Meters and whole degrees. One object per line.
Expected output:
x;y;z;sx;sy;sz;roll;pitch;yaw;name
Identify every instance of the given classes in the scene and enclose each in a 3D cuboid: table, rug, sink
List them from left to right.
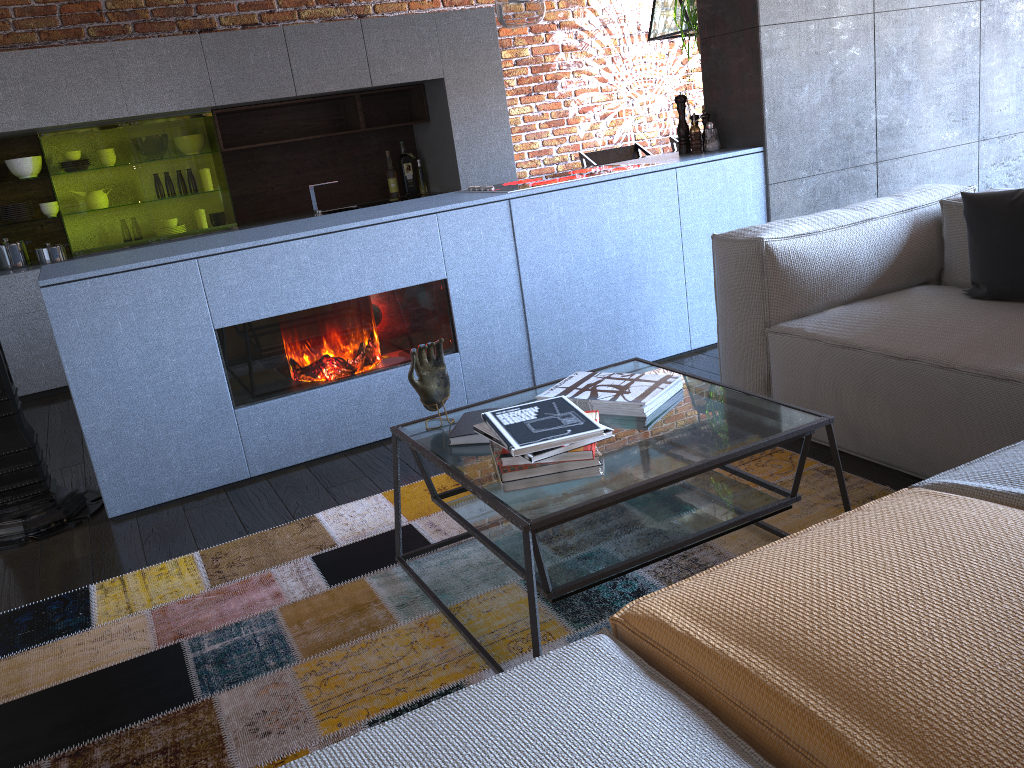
-0.916;-1.227;5.845;0.826;0.287;0.381;-16;18;-23;sink
-0.153;0.509;2.295;2.362;0.013;1.430;-16;18;-23;rug
0.218;0.275;2.155;0.848;0.389;0.841;-16;18;-23;table
1.479;-1.227;6.001;1.886;0.738;0.904;-16;18;-23;table

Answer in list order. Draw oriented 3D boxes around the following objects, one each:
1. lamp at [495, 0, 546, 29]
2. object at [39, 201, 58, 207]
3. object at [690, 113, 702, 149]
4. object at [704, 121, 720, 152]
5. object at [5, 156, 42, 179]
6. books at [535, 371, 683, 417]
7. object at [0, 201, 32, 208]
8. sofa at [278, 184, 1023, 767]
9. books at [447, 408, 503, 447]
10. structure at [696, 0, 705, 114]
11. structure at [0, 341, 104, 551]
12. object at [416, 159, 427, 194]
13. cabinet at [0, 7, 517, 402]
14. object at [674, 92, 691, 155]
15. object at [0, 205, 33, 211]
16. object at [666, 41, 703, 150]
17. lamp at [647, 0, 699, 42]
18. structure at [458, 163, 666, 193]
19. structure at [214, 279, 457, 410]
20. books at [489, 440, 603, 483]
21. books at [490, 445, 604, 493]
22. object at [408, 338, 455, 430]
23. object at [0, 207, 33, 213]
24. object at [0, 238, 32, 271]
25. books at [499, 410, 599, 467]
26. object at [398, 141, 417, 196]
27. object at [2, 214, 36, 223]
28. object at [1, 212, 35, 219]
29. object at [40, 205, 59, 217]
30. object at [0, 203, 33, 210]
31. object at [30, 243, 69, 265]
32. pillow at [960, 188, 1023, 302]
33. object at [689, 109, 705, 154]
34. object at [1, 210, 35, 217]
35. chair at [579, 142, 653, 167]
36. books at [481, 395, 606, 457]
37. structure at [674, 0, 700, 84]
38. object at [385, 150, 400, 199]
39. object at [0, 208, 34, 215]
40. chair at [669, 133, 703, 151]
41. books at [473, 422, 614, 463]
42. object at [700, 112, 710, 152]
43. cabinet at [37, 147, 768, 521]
-0.023;-1.885;3.417;0.198;0.957;0.194;-7;17;6;lamp
-2.712;-1.034;5.202;0.100;0.059;0.099;-11;17;-10;object
0.877;-1.200;4.230;0.048;0.180;0.048;0;19;25;object
0.926;-1.150;4.116;0.069;0.135;0.069;8;23;43;object
-2.800;-1.243;5.109;0.191;0.113;0.191;-13;17;-15;object
0.248;0.021;2.256;0.308;0.038;0.225;3;20;34;books
-2.865;-1.027;5.118;0.180;0.027;0.180;3;20;33;object
0.736;0.179;1.836;3.298;0.699;2.533;-16;18;-24;sofa
-0.075;0.102;2.152;0.129;0.029;0.181;-5;17;13;books
2.210;-2.016;4.855;2.827;2.385;0.205;-16;18;-23;structure
0.973;-0.230;0.019;8.510;2.398;0.481;8;24;44;structure
-0.637;-1.459;6.228;0.047;0.235;0.047;-21;21;-35;object
-1.993;-1.097;5.399;4.171;1.811;0.712;-16;18;-23;cabinet
0.805;-1.231;4.186;0.061;0.283;0.060;-11;17;-10;object
-2.862;-1.007;5.124;0.180;0.027;0.180;3;20;33;object
1.150;-1.876;5.778;0.194;0.710;0.442;-11;17;-8;object
1.403;-2.912;5.570;1.257;1.269;0.464;-16;18;-23;lamp
0.211;-0.892;3.878;0.763;0.057;0.503;-16;18;-23;structure
-0.695;-0.162;3.445;0.943;0.395;0.331;-16;18;-23;structure
0.065;0.138;1.896;0.209;0.023;0.251;-10;17;-4;books
0.068;0.159;1.904;0.209;0.024;0.247;-10;17;-4;books
-0.200;-0.001;2.215;0.093;0.223;0.099;-4;17;15;object
-2.861;-0.997;5.127;0.180;0.027;0.180;3;20;33;object
-2.882;-0.751;5.093;0.208;0.178;0.193;-3;17;17;object
0.085;0.113;1.891;0.190;0.023;0.239;-5;17;10;books
-0.721;-1.503;6.180;0.109;0.370;0.095;-16;18;-23;object
-2.855;-0.956;5.140;0.180;0.027;0.180;3;20;33;object
-2.856;-0.966;5.137;0.180;0.027;0.180;3;20;33;object
-2.709;-1.015;5.208;0.100;0.059;0.099;-11;17;-10;object
-2.864;-1.017;5.121;0.180;0.027;0.180;3;20;33;object
-2.651;-0.753;5.098;0.172;0.117;0.159;-3;17;17;object
1.551;-0.445;2.620;0.238;0.418;0.538;-20;20;-33;pillow
0.862;-1.172;4.121;0.081;0.192;0.058;-3;18;16;object
-2.858;-0.976;5.134;0.180;0.027;0.180;3;20;33;object
0.878;-1.275;6.308;0.495;0.820;0.610;-16;18;-23;chair
0.060;0.085;1.882;0.196;0.014;0.267;-12;17;-12;books
1.094;-1.826;4.458;0.570;0.621;0.421;-10;17;-5;structure
-0.835;-1.450;6.141;0.063;0.323;0.063;-1;18;23;object
-2.859;-0.987;5.131;0.180;0.027;0.180;3;20;33;object
1.581;-1.472;6.618;0.495;0.820;0.610;-16;18;-23;chair
0.062;0.099;1.886;0.196;0.014;0.267;-16;18;-24;books
0.917;-1.191;4.181;0.048;0.180;0.048;-23;22;-39;object
-0.260;-0.350;3.757;2.958;0.845;0.606;-16;18;-23;cabinet
